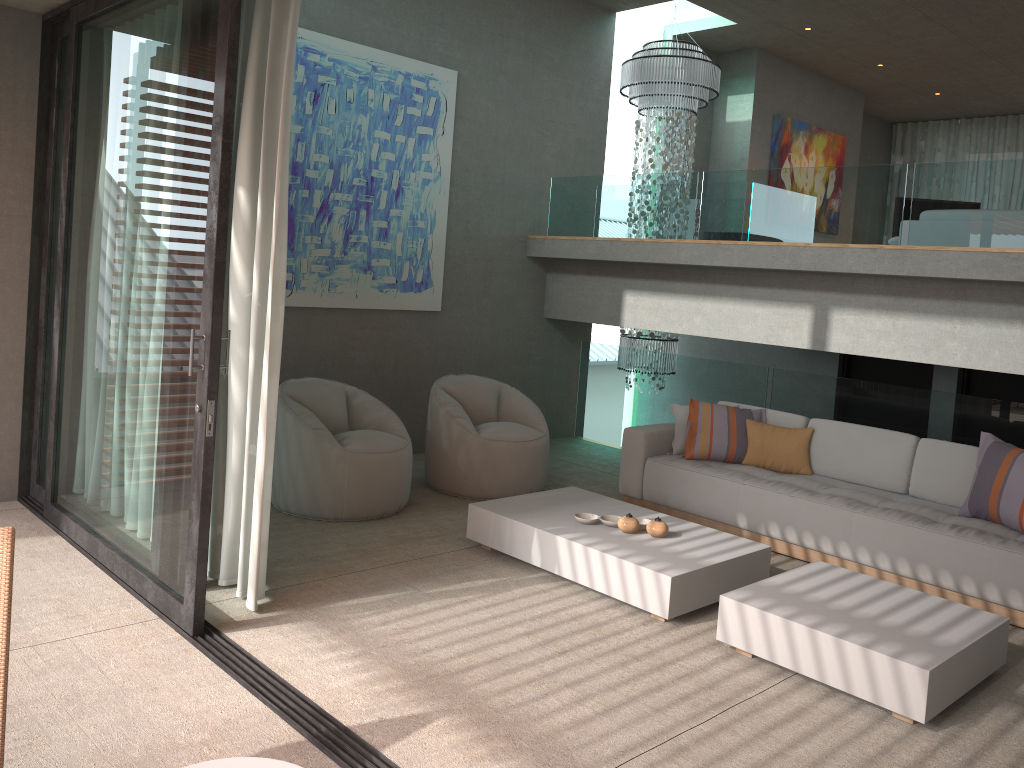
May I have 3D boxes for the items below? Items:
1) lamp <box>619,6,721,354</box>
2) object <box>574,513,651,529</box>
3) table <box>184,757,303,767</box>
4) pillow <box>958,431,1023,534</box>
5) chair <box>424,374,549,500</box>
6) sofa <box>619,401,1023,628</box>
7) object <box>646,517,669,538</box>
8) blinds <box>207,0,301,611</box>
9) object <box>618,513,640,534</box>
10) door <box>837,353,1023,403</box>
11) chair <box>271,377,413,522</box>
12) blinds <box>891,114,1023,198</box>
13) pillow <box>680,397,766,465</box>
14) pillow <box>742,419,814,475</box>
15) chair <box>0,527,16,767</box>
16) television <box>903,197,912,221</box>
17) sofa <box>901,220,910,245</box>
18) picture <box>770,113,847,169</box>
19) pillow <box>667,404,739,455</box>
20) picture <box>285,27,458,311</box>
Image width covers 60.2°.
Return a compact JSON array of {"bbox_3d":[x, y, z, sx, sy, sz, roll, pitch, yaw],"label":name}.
[{"bbox_3d":[1.518,-1.882,9.052,1.003,3.925,1.000,5,3,26],"label":"lamp"},{"bbox_3d":[0.563,0.764,4.895,0.437,0.039,0.155,4,7,2],"label":"object"},{"bbox_3d":[-0.630,1.135,1.929,0.476,0.391,0.476,7,6,27],"label":"table"},{"bbox_3d":[2.820,0.577,4.906,0.310,0.492,0.742,3,6,-21],"label":"pillow"},{"bbox_3d":[-0.176,0.372,6.605,0.921,0.784,0.927,2,5,-20],"label":"chair"},{"bbox_3d":[2.323,0.707,5.392,1.049,0.750,3.480,-1,9,-44],"label":"sofa"},{"bbox_3d":[0.781,0.765,4.740,0.119,0.105,0.120,3,5,-9],"label":"object"},{"bbox_3d":[-1.819,-0.608,4.792,0.223,2.913,2.439,2,5,-44],"label":"blinds"},{"bbox_3d":[0.631,0.749,4.778,0.119,0.105,0.120,0,6,-39],"label":"object"},{"bbox_3d":[3.290,1.091,0.052,5.786,4.453,15.383,6,7,18],"label":"door"},{"bbox_3d":[-1.113,0.399,5.834,0.921,0.784,0.926,0,7,-40],"label":"chair"},{"bbox_3d":[6.968,-2.321,12.071,0.223,2.718,3.871,2,5,-44],"label":"blinds"},{"bbox_3d":[1.498,0.344,6.246,0.655,0.440,0.342,4,4,0],"label":"pillow"},{"bbox_3d":[1.822,0.435,6.082,0.464,0.323,0.227,5,4,9],"label":"pillow"},{"bbox_3d":[-1.156,0.959,1.281,0.699,0.823,2.311,2,7,-29],"label":"chair"},{"bbox_3d":[4.964,-1.862,10.345,0.960,0.581,0.190,4,3,2],"label":"television"},{"bbox_3d":[4.693,-0.916,6.972,0.974,0.860,3.267,-1,8,-44],"label":"sofa"},{"bbox_3d":[3.608,-2.517,10.771,1.750,1.245,0.030,-1,5,-44],"label":"picture"},{"bbox_3d":[1.407,0.358,6.423,0.617,0.419,0.313,4,4,-7],"label":"pillow"},{"bbox_3d":[-1.169,-1.619,6.983,1.719,2.041,0.030,0,5,-44],"label":"picture"}]
